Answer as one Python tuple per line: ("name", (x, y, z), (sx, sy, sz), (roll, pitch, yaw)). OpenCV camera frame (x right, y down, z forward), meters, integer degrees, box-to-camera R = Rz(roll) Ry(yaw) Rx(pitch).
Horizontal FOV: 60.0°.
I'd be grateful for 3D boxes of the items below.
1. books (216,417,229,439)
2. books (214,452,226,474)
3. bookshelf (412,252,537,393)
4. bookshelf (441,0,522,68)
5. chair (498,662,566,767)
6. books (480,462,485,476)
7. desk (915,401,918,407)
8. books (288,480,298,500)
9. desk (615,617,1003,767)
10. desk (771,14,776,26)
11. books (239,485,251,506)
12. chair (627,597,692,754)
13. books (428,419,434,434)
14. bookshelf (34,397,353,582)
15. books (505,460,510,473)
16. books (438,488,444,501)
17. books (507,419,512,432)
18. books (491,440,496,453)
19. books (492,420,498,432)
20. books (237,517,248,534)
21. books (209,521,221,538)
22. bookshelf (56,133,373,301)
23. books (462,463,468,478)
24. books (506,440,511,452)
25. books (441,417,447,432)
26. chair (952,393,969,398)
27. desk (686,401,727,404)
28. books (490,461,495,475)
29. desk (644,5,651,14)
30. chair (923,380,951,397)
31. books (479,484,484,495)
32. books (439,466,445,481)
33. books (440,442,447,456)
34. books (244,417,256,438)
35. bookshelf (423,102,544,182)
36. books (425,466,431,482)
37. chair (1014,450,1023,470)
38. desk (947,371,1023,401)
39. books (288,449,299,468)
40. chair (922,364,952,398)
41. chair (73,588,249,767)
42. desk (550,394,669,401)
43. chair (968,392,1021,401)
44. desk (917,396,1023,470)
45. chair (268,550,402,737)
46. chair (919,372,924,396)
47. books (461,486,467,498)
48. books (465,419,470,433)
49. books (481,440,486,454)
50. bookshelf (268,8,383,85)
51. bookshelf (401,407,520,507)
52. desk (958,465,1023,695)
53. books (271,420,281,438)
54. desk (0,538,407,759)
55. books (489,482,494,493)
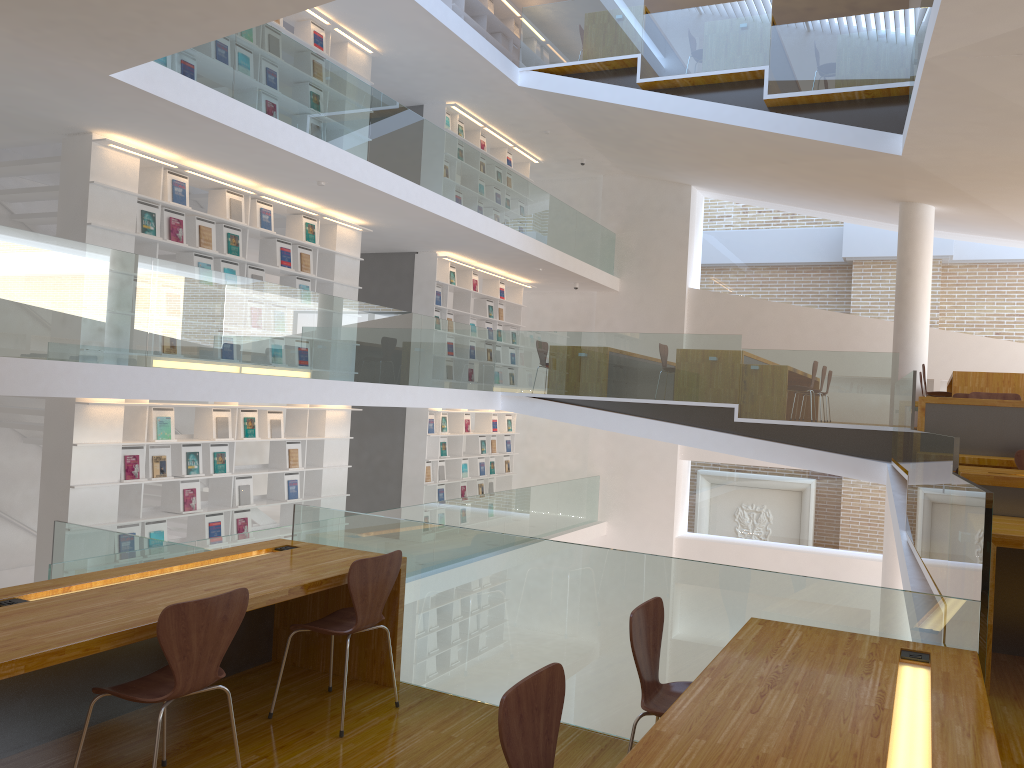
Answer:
("books", (-2.732, 0.418, 8.375), (0.037, 0.210, 0.145), (3, -1, 25))
("books", (-2.754, 0.748, 8.363), (0.037, 0.210, 0.145), (3, -1, 25))
("bookshelf", (-0.501, -0.802, 13.226), (0.498, 1.836, 2.984), (3, -1, 25))
("bookshelf", (-0.277, -4.857, 13.297), (0.498, 1.836, 2.984), (3, -1, 25))
("chair", (0.185, 1.075, 2.099), (0.381, 0.693, 0.428), (3, -1, 25))
("books", (-0.449, 1.295, 13.459), (0.037, 0.210, 0.145), (3, -1, 25))
("desk", (5.355, 0.545, 8.019), (3.356, 0.606, 0.760), (3, -1, 25))
("books", (-2.308, 1.118, 9.346), (0.037, 0.210, 0.145), (3, -1, 25))
("desk", (0.555, 1.137, 1.746), (0.760, 0.606, 3.185), (3, -1, 25))
("desk", (3.223, -3.783, 11.494), (0.760, 0.606, 3.196), (3, -1, 25))
("books", (-2.617, 1.098, 8.687), (0.037, 0.210, 0.145), (3, -1, 25))
("chair", (0.597, 1.113, 2.978), (0.381, 0.693, 0.428), (3, -1, 25))
("books", (-1.096, 0.579, 12.014), (0.037, 0.210, 0.145), (3, -1, 25))
("bookshelf", (-2.812, 1.055, 8.633), (0.397, 1.836, 3.666), (3, -1, 25))
("books", (-0.071, 1.335, 14.265), (0.037, 0.210, 0.145), (3, -1, 25))
("books", (-0.984, 1.565, 12.349), (0.037, 0.210, 0.145), (3, -1, 25))
("books", (-0.039, 0.675, 14.275), (0.037, 0.210, 0.145), (3, -1, 25))
("books", (-0.284, 0.973, 13.784), (0.037, 0.210, 0.145), (3, -1, 25))
("books", (-0.267, 0.659, 13.789), (0.037, 0.210, 0.145), (3, -1, 25))
("books", (-2.639, 1.419, 8.681), (0.037, 0.210, 0.145), (3, -1, 25))
("books", (-2.795, 1.404, 8.349), (0.037, 0.210, 0.145), (3, -1, 25))
("bookshelf", (-2.653, -1.000, 8.647), (0.498, 1.836, 3.666), (3, -1, 25))
("books", (-0.688, 1.267, 12.956), (0.037, 0.210, 0.145), (3, -1, 25))
("books", (-0.055, 1.011, 14.268), (0.037, 0.210, 0.145), (3, -1, 25))
("books", (-0.946, 0.560, 12.339), (0.037, 0.210, 0.145), (3, -1, 25))
("chair", (4.224, 0.441, 8.109), (0.428, 0.693, 0.381), (3, -1, 25))
("desk", (3.123, 0.059, 11.414), (1.248, 0.757, 3.196), (3, -1, 25))
("books", (-0.306, 1.309, 13.763), (0.037, 0.210, 0.145), (3, -1, 25))
("desk", (1.900, -4.151, 12.130), (0.760, 0.606, 3.196), (3, -1, 25))
("chair", (5.014, 0.181, 10.412), (0.381, 0.693, 0.428), (3, -1, 25))
("books", (-0.465, 1.620, 13.457), (0.037, 0.210, 0.145), (3, -1, 25))
("books", (-0.977, 1.245, 12.333), (0.037, 0.210, 0.145), (3, -1, 25))
("books", (-0.952, 0.915, 12.352), (0.037, 0.210, 0.145), (3, -1, 25))
("books", (-2.575, 0.433, 8.711), (0.037, 0.210, 0.145), (3, -1, 25))
("bookshelf", (-0.388, -2.845, 13.262), (0.498, 1.836, 2.984), (3, -1, 25))
("books", (-1.142, 1.220, 11.989), (0.037, 0.210, 0.145), (3, -1, 25))
("chair", (3.533, 0.787, 5.889), (0.428, 0.693, 0.381), (3, -1, 25))
("desk", (5.734, 0.336, 10.249), (1.247, 0.762, 3.194), (3, -1, 25))
("books", (-2.299, 0.790, 9.338), (0.037, 0.210, 0.145), (3, -1, 25))
("chair", (4.601, 0.143, 9.533), (0.381, 0.693, 0.428), (3, -1, 25))
("chair", (-1.145, 1.015, 2.908), (0.381, 0.693, 0.428), (3, -1, 25))
("desk", (1.471, -0.094, 12.197), (0.760, 0.606, 3.194), (3, -1, 25))
("chair", (3.949, 0.411, 7.260), (0.428, 0.693, 0.381), (3, -1, 25))
("desk", (4.561, 0.676, 6.141), (3.216, 1.022, 1.248), (3, -1, 25))
("chair", (-0.733, 1.054, 3.786), (0.381, 0.693, 0.428), (3, -1, 25))
("chair", (5.267, 0.206, 11.046), (0.381, 0.693, 0.428), (3, -1, 25))
("books", (-0.706, 1.594, 12.950), (0.037, 0.210, 0.145), (3, -1, 25))
("books", (-0.653, 0.623, 12.967), (0.037, 0.210, 0.145), (3, -1, 25))
("books", (-0.433, 0.959, 13.467), (0.037, 0.210, 0.145), (3, -1, 25))
("bookshelf", (-2.540, -3.044, 8.682), (0.498, 1.836, 3.666), (3, -1, 25))
("bookshelf", (-0.615, 1.255, 13.190), (0.498, 1.836, 2.984), (3, -1, 25))
("desk", (3.491, 0.865, 3.353), (3.243, 0.785, 1.527), (3, -1, 25))
("books", (-2.411, 0.468, 9.062), (0.037, 0.210, 0.145), (3, -1, 25))
("desk", (-1.766, 1.188, 3.043), (1.285, 0.918, 3.236), (3, -1, 25))
("books", (-0.324, 1.633, 13.757), (0.037, 0.210, 0.145), (3, -1, 25))
